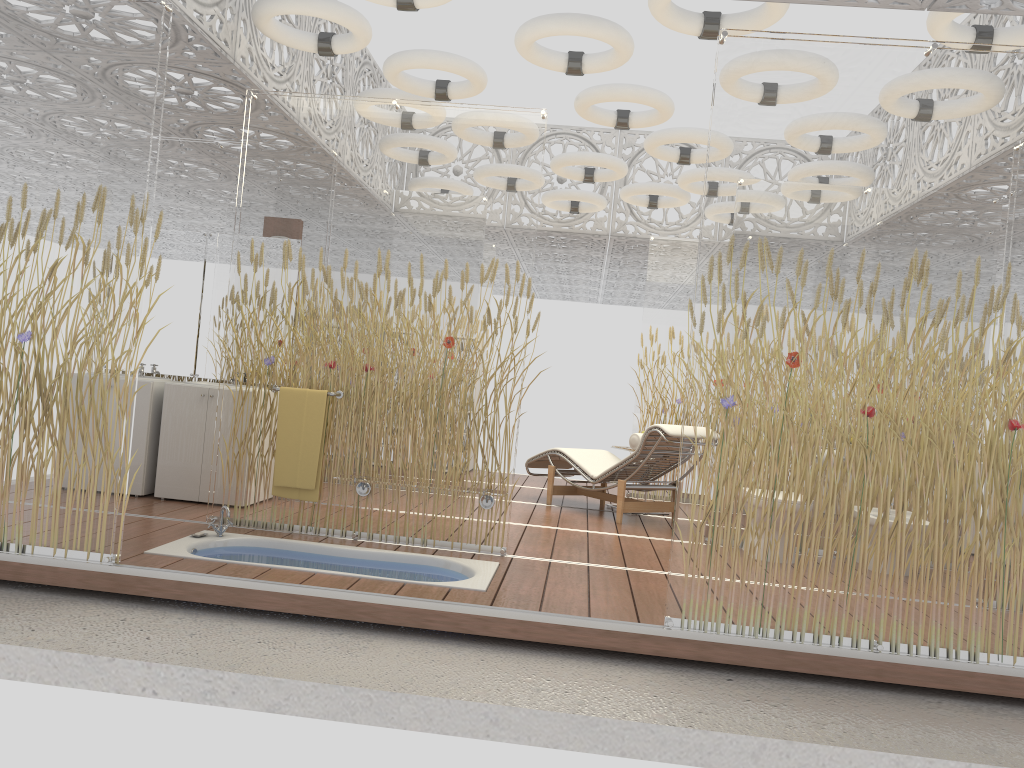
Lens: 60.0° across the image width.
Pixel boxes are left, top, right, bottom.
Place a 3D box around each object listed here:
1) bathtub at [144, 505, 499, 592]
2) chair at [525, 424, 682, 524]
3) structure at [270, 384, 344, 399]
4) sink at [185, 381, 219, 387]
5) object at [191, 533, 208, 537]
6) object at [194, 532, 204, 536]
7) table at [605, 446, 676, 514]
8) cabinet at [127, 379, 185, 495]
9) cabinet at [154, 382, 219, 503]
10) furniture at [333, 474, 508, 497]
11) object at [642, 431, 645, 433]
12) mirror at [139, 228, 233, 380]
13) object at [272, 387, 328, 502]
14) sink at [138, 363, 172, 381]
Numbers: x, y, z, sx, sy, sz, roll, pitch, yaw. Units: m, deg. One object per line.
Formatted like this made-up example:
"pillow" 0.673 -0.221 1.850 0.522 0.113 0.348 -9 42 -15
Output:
"bathtub" -0.952 1.022 4.641 1.700 0.582 0.700 5 0 5
"chair" 0.860 0.688 7.480 0.635 0.811 1.787 5 0 -35
"structure" -1.213 0.044 5.201 0.442 0.047 0.078 5 0 5
"sink" -2.027 0.043 6.286 0.573 0.266 0.499 5 0 8
"object" -1.715 0.830 4.865 0.065 0.011 0.108 5 0 14
"object" -1.714 0.824 4.865 0.035 0.016 0.066 5 0 14
"table" 1.135 0.840 7.808 0.420 0.535 0.420 5 0 -25
"cabinet" -2.773 0.344 6.328 0.643 0.782 0.549 5 0 5
"cabinet" -2.059 0.410 6.268 0.643 0.782 0.549 5 0 5
"furniture" -0.512 0.573 5.020 0.977 0.014 0.178 5 0 5
"object" 1.158 0.437 7.751 0.055 0.056 0.055 5 0 5
"mirror" -2.302 -0.586 6.577 1.422 1.081 0.009 5 0 5
"object" -1.241 0.351 5.173 0.283 0.656 0.042 5 0 5
"sink" -2.739 -0.023 6.346 0.573 0.266 0.499 5 0 2
